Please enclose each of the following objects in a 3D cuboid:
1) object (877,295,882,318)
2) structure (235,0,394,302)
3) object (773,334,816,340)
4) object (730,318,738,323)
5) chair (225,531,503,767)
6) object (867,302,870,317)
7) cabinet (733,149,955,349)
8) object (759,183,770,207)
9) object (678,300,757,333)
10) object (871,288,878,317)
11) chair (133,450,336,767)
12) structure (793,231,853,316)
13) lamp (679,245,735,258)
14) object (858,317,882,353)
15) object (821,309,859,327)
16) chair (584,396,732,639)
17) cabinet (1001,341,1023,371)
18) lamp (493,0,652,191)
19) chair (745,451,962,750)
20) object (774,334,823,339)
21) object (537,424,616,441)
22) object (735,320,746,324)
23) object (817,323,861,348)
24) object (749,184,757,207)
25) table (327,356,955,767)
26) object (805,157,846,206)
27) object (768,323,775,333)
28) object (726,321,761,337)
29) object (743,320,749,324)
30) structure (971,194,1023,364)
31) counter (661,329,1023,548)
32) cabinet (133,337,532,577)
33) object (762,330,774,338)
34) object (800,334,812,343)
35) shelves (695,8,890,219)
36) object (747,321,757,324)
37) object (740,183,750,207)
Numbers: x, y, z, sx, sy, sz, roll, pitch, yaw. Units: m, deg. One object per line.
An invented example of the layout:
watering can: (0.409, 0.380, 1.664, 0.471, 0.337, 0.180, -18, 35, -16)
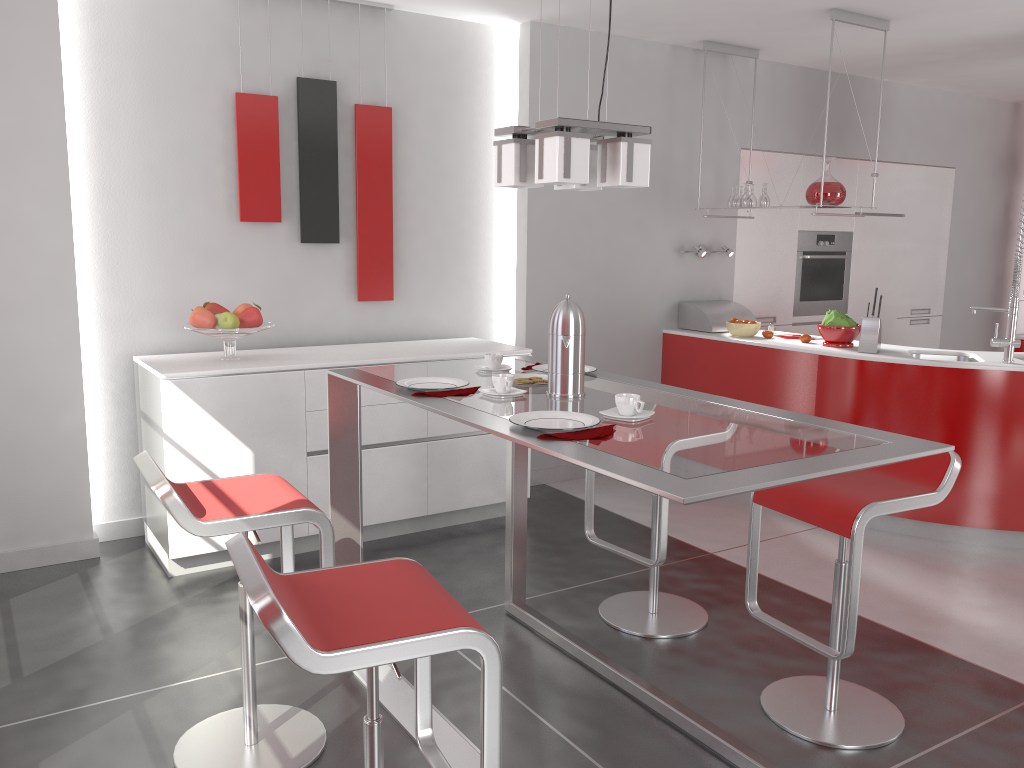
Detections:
object: (1.886, -0.316, 4.573, 0.012, 0.279, 0.130, 6, 11, 28)
structure: (-0.968, -1.160, 4.434, 0.820, 1.503, 0.040, -5, 11, -32)
object: (1.663, -0.278, 5.248, 0.168, 0.006, 0.266, 0, 9, -6)
object: (1.337, -0.368, 5.316, 0.055, 0.058, 0.066, 9, 13, 42)
chair: (-0.297, 0.727, 1.770, 0.460, 0.857, 0.418, -4, 10, -24)
object: (1.840, -0.323, 4.600, 0.009, 0.197, 0.091, 6, 11, 28)
cabinet: (2.325, -0.657, 6.804, 2.398, 2.026, 0.614, -5, 11, -32)
object: (1.472, -1.093, 5.155, 0.060, 0.141, 0.060, -5, 11, -32)
object: (1.313, -0.435, 5.635, 0.400, 0.170, 0.300, -5, 11, -32)
object: (1.867, -0.336, 4.592, 0.014, 0.322, 0.150, 6, 11, 28)
chair: (-0.755, 0.610, 2.448, 0.460, 0.857, 0.418, -5, 11, -30)
structure: (2.243, -0.790, 6.350, 0.599, 0.589, 0.050, -5, 11, -32)
lamp: (1.259, -0.839, 5.633, 0.454, 0.081, 0.155, -5, 11, -32)
object: (1.851, -0.257, 4.581, 0.091, 0.178, 0.137, 6, 11, 30)
object: (1.783, -0.315, 4.805, 0.193, 0.182, 0.198, -4, 10, -26)
chair: (0.570, 0.472, 3.392, 0.460, 0.857, 0.418, -6, 12, -37)
cabinet: (2.258, 0.136, 5.308, 1.875, 0.761, 1.025, 3, 10, 13)
lamp: (0.163, -1.037, 2.309, 0.304, 1.025, 0.304, -5, 11, -32)
chair: (1.013, 0.593, 2.692, 0.460, 0.857, 0.418, -4, 10, -27)
object: (1.707, -0.278, 5.211, 0.375, 0.008, 0.041, 7, 11, 34)
object: (0.172, 0.113, 1.985, 0.234, 0.012, 0.095, -5, 11, -33)
object: (1.353, -0.354, 5.259, 0.065, 0.052, 0.062, 9, 12, 41)
object: (1.777, -0.264, 4.822, 0.229, 0.118, 0.228, 6, 11, 28)
object: (1.418, -1.107, 5.237, 0.060, 0.141, 0.060, -5, 11, -32)
table: (0.172, 0.537, 2.520, 0.800, 1.000, 1.700, -5, 11, -32)
object: (1.726, -1.106, 4.866, 0.213, 0.266, 0.213, 0, 9, -4)
object: (1.600, -0.346, 5.471, 0.042, 0.066, 0.043, -3, 10, -19)
object: (1.373, -0.323, 5.264, 0.201, 0.086, 0.201, -5, 11, -31)
object: (1.397, -0.360, 5.302, 0.062, 0.049, 0.066, -6, 11, -35)
structure: (2.389, -0.563, 4.213, 0.308, 0.920, 0.178, 3, 9, 11)
counter: (2.367, 0.209, 5.066, 2.865, 0.880, 1.868, 1, 9, 1)
cabinet: (-0.826, 0.281, 4.380, 1.802, 0.880, 0.610, -5, 11, -32)
object: (1.495, -0.289, 5.184, 0.063, 0.047, 0.065, -5, 11, -32)
object: (1.649, -0.256, 4.981, 0.064, 0.048, 0.063, 7, 11, 35)
shelves: (1.559, -1.469, 5.044, 0.462, 1.023, 0.934, -5, 11, -32)
object: (1.415, -0.349, 5.239, 0.062, 0.049, 0.066, -3, 10, -24)
object: (1.362, -1.098, 5.173, 0.060, 0.141, 0.060, 7, 11, 34)
